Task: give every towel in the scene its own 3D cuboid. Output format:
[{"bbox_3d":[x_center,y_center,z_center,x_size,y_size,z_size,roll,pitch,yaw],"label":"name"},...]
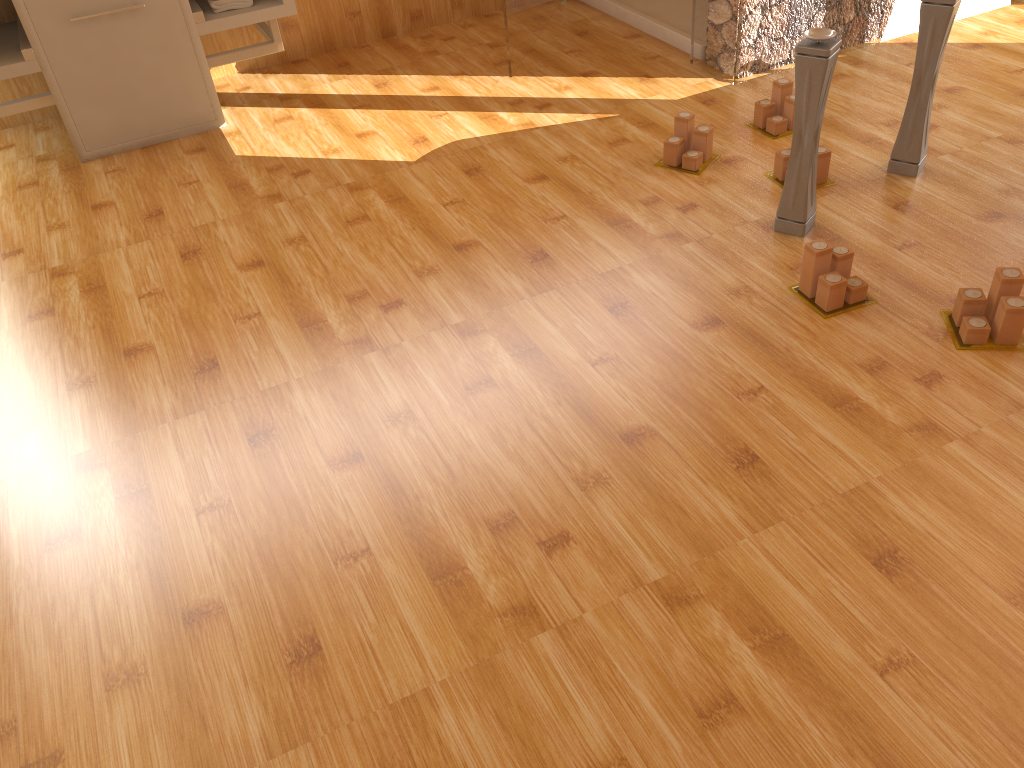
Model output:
[{"bbox_3d":[-0.952,-1.308,2.974,0.140,0.048,0.225,-17,41,-12],"label":"towel"}]

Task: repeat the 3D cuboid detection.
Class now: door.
[{"bbox_3d":[-0.007,-2.210,2.783,0.077,2.147,0.983,6,41,14],"label":"door"}]

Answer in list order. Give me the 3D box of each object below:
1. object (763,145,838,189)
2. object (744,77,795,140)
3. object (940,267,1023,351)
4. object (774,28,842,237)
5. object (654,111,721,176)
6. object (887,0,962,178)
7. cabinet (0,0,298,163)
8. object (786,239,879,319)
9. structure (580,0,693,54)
[{"bbox_3d":[0.776,-0.606,2.368,0.141,0.131,0.141,-15,40,-10],"label":"object"},{"bbox_3d":[0.795,-0.827,2.632,0.141,0.131,0.141,-21,42,-17],"label":"object"},{"bbox_3d":[0.976,-0.161,1.804,0.141,0.131,0.141,1,40,9],"label":"object"},{"bbox_3d":[0.818,-1.831,2.432,0.347,1.921,2.276,7,41,16],"label":"object"},{"bbox_3d":[0.499,-0.691,2.507,0.141,0.131,0.141,22,47,30],"label":"object"},{"bbox_3d":[1.045,-0.765,2.250,0.080,0.478,0.080,22,47,30],"label":"object"},{"bbox_3d":[-1.322,-1.153,2.965,1.136,0.570,0.517,-20,42,-16],"label":"cabinet"},{"bbox_3d":[0.710,-0.249,1.946,0.141,0.131,0.141,-18,41,-13],"label":"object"},{"bbox_3d":[0.884,-1.598,3.613,0.955,0.050,1.000,-20,42,-16],"label":"structure"}]
